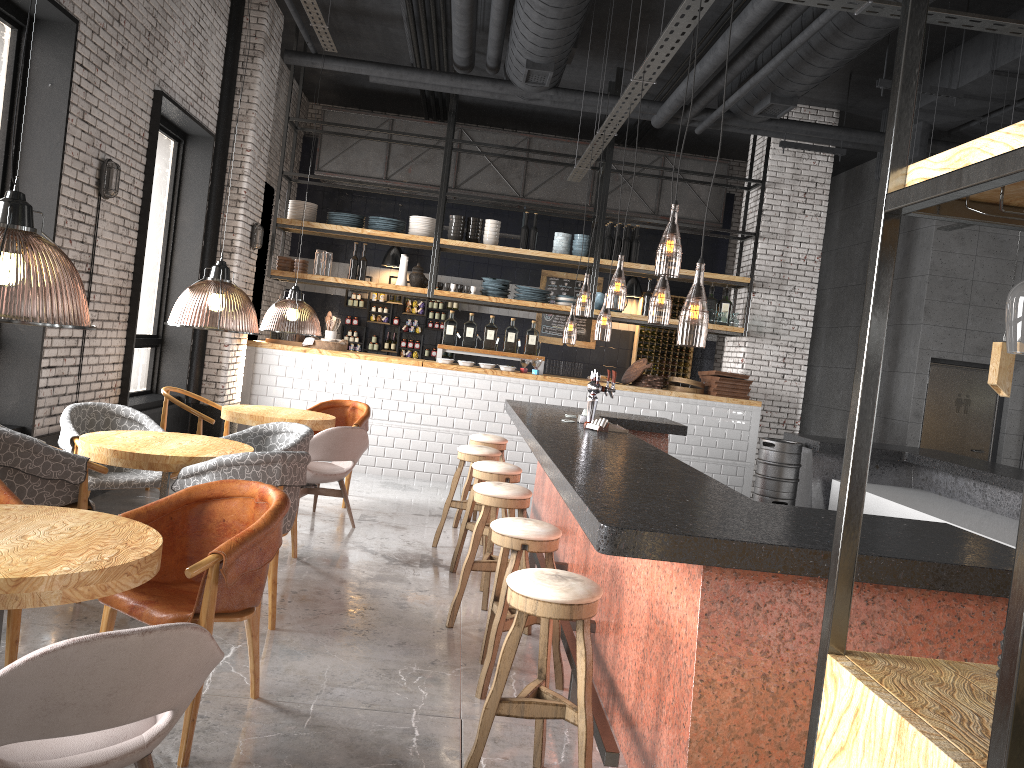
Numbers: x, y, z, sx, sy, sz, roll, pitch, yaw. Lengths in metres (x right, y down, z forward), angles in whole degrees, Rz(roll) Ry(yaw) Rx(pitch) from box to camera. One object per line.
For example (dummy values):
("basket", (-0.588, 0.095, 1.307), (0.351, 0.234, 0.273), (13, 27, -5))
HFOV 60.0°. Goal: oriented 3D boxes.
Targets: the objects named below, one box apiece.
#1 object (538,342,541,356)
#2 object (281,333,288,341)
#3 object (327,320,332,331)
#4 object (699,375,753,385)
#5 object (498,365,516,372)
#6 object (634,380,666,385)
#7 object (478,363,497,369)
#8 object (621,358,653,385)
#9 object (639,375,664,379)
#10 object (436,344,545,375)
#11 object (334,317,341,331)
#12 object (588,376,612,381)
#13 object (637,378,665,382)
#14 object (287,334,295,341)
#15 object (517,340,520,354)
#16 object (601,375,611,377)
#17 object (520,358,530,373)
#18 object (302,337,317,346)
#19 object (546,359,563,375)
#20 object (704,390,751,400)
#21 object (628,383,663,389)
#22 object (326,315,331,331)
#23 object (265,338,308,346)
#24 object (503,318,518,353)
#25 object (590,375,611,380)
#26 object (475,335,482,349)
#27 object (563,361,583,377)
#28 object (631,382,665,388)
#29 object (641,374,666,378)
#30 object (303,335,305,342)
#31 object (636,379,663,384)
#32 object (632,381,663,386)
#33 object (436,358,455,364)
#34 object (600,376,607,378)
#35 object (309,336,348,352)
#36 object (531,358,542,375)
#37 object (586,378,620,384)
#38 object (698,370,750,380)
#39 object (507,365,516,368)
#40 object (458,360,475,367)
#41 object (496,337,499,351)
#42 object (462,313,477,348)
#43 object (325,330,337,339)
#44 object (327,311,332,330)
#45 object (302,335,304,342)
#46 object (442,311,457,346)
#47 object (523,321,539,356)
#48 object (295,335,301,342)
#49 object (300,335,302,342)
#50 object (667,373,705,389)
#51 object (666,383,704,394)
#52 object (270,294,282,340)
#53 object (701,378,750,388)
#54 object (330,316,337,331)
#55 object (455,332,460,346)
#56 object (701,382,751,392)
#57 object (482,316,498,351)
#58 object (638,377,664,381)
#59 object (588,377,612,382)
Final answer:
("object", (0.319, -0.408, 10.355), (0.034, 0.164, 0.061), (8, 1, 30))
("object", (-2.571, -0.650, 10.107), (0.070, 0.367, 0.107), (7, 1, -4))
("object", (-2.109, -0.578, 10.206), (0.052, 0.328, 0.071), (8, 2, 42))
("object", (2.511, -0.053, 10.444), (0.405, 0.044, 0.636), (6, 2, -10))
("object", (-0.054, -0.177, 10.090), (0.216, 0.060, 0.324), (7, 2, -4))
("object", (1.596, -0.021, 10.444), (0.457, 0.019, 0.407), (5, 3, -35))
("object", (-0.285, -0.203, 10.092), (0.216, 0.055, 0.324), (7, 2, -4))
("object", (1.445, -0.144, 10.324), (0.241, 0.338, 0.488), (6, 2, -18))
("object", (1.614, -0.084, 10.444), (0.458, 0.019, 0.406), (8, 3, 30))
("object", (-0.275, -0.122, 10.413), (1.250, 0.551, 0.315), (7, 1, -3))
("object", (-2.050, -0.595, 10.217), (0.123, 0.358, 0.076), (7, 1, 12))
("object", (1.025, -0.067, 10.374), (0.214, 0.013, 0.521), (7, 2, -8))
("object", (1.590, -0.054, 10.440), (0.407, 0.019, 0.458), (9, 3, 39))
("object", (-2.506, -0.642, 10.112), (0.070, 0.367, 0.107), (7, 1, -4))
("object", (0.078, -0.436, 10.343), (0.024, 0.164, 0.062), (7, 1, -13))
("object", (1.057, -0.093, 10.215), (0.184, 0.011, 0.254), (8, 2, 18))
("object", (0.140, -0.208, 10.130), (0.122, 0.165, 0.112), (8, 2, 30))
("object", (-2.219, -0.469, 10.039), (0.187, 0.110, 0.283), (8, 3, 33))
("object", (0.492, -0.194, 10.301), (0.181, 0.168, 0.170), (7, 2, 6))
("object", (2.490, 0.122, 10.447), (0.405, 0.044, 0.636), (7, 2, -8))
("object", (1.602, 0.028, 10.446), (0.459, 0.019, 0.406), (8, 3, 32))
("object", (-2.126, -0.613, 10.232), (0.087, 0.356, 0.026), (7, 1, 19))
("object", (-2.589, -0.478, 10.213), (0.411, 0.050, 0.411), (7, 2, -4))
("object", (-0.010, -0.571, 10.412), (0.154, 0.404, 0.154), (7, 1, -4))
("object", (1.035, -0.080, 10.375), (0.230, 0.016, 0.557), (7, 2, 2))
("object", (-0.397, -0.493, 10.331), (0.039, 0.164, 0.077), (8, 2, 41))
("object", (0.712, -0.171, 10.407), (0.181, 0.168, 0.170), (6, 2, -24))
("object", (1.621, 0.015, 10.439), (0.406, 0.019, 0.459), (5, 3, -31))
("object", (1.598, -0.102, 10.440), (0.407, 0.019, 0.458), (9, 3, 43))
("object", (-2.448, -0.571, 10.369), (0.056, 0.249, 0.056), (6, 2, -41))
("object", (1.573, -0.039, 10.428), (0.407, 0.019, 0.458), (7, 2, 10))
("object", (1.601, -0.004, 10.445), (0.458, 0.019, 0.406), (8, 3, 25))
("object", (-0.753, -0.258, 10.055), (0.216, 0.055, 0.324), (7, 2, -4))
("object", (1.013, -0.091, 10.281), (0.172, 0.010, 0.368), (7, 2, 6))
("object", (-2.095, -0.455, 10.097), (0.436, 0.156, 0.420), (6, 3, -31))
("object", (0.276, -0.201, 10.068), (0.128, 0.189, 0.123), (7, 2, 5))
("object", (1.076, -0.031, 10.337), (0.407, 0.019, 0.458), (9, 3, 38))
("object", (2.469, -0.101, 10.376), (0.406, 0.094, 0.637), (7, 2, -6))
("object", (-0.010, -0.199, 10.000), (0.039, 0.021, 0.203), (6, 3, -27))
("object", (-0.521, -0.232, 10.056), (0.216, 0.059, 0.324), (7, 2, -4))
("object", (-0.168, -0.466, 10.350), (0.031, 0.164, 0.046), (7, 1, 21))
("object", (-0.492, -0.628, 10.378), (0.154, 0.404, 0.154), (7, 1, -4))
("object", (-2.094, -0.510, 10.218), (0.129, 0.204, 0.129), (8, 2, 32))
("object", (-2.111, -0.697, 10.260), (0.090, 0.289, 0.017), (8, 1, 33))
("object", (-2.443, -0.567, 10.282), (0.056, 0.249, 0.056), (6, 2, -41))
("object", (-0.722, -0.655, 10.372), (0.154, 0.404, 0.154), (7, 1, -4))
("object", (0.236, -0.542, 10.431), (0.154, 0.404, 0.154), (7, 1, -4))
("object", (-2.433, -0.558, 10.108), (0.056, 0.249, 0.056), (6, 2, -41))
("object", (-2.438, -0.562, 10.195), (0.056, 0.249, 0.056), (6, 2, -41))
("object", (2.052, -0.024, 10.432), (0.437, 0.154, 0.439), (9, 3, 43))
("object", (2.041, 0.042, 10.430), (0.437, 0.097, 0.437), (8, 2, 21))
("object", (-2.661, -0.754, 10.085), (0.106, 0.554, 0.157), (7, 1, -4))
("object", (2.506, -0.009, 10.445), (0.405, 0.044, 0.636), (7, 2, -3))
("object", (-2.067, -0.599, 10.168), (0.033, 0.370, 0.137), (6, 2, -37))
("object", (-0.631, -0.520, 10.300), (0.032, 0.164, 0.080), (6, 2, -32))
("object", (2.501, 0.035, 10.445), (0.405, 0.044, 0.636), (7, 2, -7))
("object", (-0.252, -0.600, 10.401), (0.154, 0.404, 0.154), (7, 1, -4))
("object", (1.618, -0.067, 10.443), (0.459, 0.019, 0.406), (9, 3, 39))
("object", (1.030, -0.055, 10.380), (0.276, 0.019, 0.514), (7, 2, 1))
